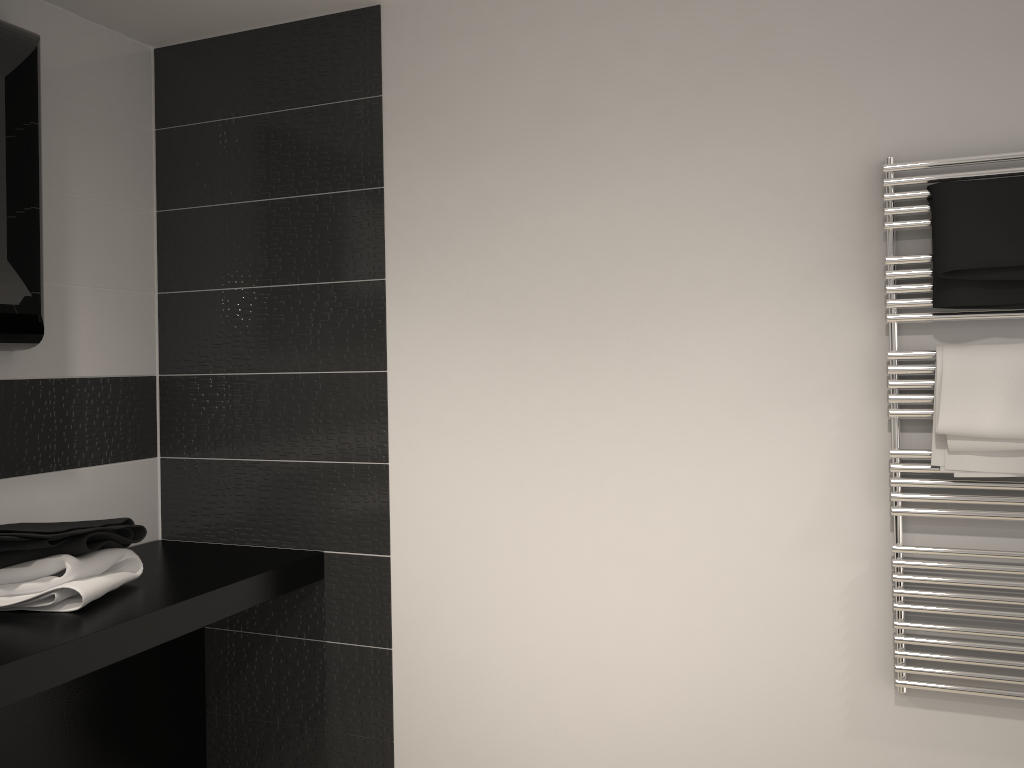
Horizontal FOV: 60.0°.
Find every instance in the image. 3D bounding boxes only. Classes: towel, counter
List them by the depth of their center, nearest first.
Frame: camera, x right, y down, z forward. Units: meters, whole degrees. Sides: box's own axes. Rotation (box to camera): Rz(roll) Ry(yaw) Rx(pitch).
[{"bbox_3d":[-1.613,0.621,1.109,0.655,0.084,3.846,-1,1,22],"label":"counter"},{"bbox_3d":[1.114,-0.321,2.006,0.300,0.309,0.141,-1,0,19],"label":"towel"},{"bbox_3d":[1.116,0.060,2.015,0.303,0.309,0.098,-1,0,23],"label":"towel"},{"bbox_3d":[-1.205,0.485,2.274,0.406,0.133,0.390,-1,1,7],"label":"towel"},{"bbox_3d":[-1.233,0.416,2.300,0.406,0.131,0.388,-1,1,9],"label":"towel"}]

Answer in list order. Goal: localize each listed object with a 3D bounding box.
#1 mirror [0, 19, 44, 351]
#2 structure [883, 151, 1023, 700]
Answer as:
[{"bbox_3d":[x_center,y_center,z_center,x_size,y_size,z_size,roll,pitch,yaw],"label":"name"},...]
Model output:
[{"bbox_3d":[-1.792,-0.509,1.264,0.258,0.901,2.614,-1,1,22],"label":"mirror"},{"bbox_3d":[1.130,0.094,2.052,0.472,1.292,0.039,-1,-1,22],"label":"structure"}]
